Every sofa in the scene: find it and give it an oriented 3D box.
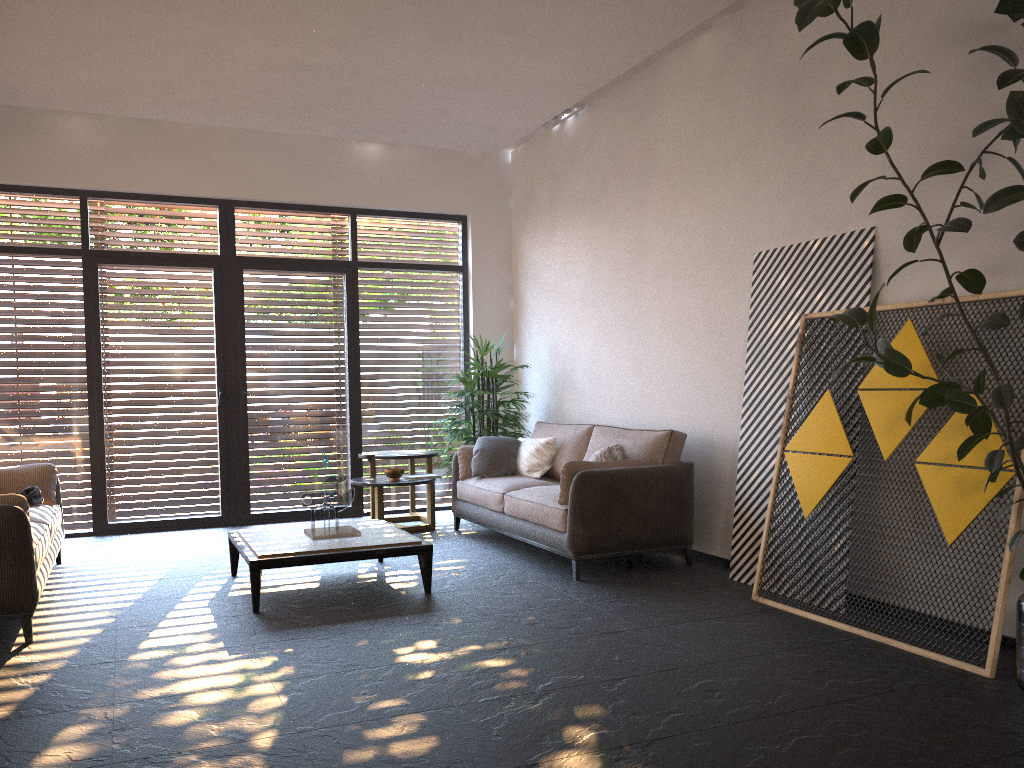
[{"bbox_3d":[-3.215,0.822,5.127,0.993,0.921,2.318,-1,0,-24],"label":"sofa"},{"bbox_3d":[0.368,0.772,6.693,0.993,0.921,2.318,-1,0,-24],"label":"sofa"}]

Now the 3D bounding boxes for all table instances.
[{"bbox_3d":[-1.166,1.096,5.533,1.048,0.308,1.114,-1,0,-24],"label":"table"}]

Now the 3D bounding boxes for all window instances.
[{"bbox_3d":[-2.578,-0.210,8.071,4.939,3.036,0.459,-1,3,-24],"label":"window"}]

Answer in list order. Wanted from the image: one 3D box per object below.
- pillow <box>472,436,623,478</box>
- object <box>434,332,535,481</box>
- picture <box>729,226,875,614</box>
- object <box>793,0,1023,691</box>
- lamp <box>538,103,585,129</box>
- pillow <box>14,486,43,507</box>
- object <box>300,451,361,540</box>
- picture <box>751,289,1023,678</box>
[{"bbox_3d":[0.233,0.588,6.667,0.618,0.343,1.891,-1,0,-24],"label":"pillow"},{"bbox_3d":[-0.258,0.384,8.172,0.913,1.727,0.976,1,3,32],"label":"object"},{"bbox_3d":[1.621,0.196,5.057,0.207,2.024,0.956,-2,3,-24],"label":"picture"},{"bbox_3d":[1.986,-0.401,3.193,2.010,3.208,0.906,1,3,44],"label":"object"},{"bbox_3d":[0.362,-2.317,7.584,0.253,0.066,0.644,-1,0,-24],"label":"lamp"},{"bbox_3d":[-3.581,0.708,5.502,0.955,0.709,1.016,-1,1,1],"label":"pillow"},{"bbox_3d":[-0.271,-1.326,1.264,0.365,4.483,8.894,-2,1,-12],"label":"object"},{"bbox_3d":[1.806,0.403,4.318,0.386,1.609,1.495,-2,2,-24],"label":"picture"}]
